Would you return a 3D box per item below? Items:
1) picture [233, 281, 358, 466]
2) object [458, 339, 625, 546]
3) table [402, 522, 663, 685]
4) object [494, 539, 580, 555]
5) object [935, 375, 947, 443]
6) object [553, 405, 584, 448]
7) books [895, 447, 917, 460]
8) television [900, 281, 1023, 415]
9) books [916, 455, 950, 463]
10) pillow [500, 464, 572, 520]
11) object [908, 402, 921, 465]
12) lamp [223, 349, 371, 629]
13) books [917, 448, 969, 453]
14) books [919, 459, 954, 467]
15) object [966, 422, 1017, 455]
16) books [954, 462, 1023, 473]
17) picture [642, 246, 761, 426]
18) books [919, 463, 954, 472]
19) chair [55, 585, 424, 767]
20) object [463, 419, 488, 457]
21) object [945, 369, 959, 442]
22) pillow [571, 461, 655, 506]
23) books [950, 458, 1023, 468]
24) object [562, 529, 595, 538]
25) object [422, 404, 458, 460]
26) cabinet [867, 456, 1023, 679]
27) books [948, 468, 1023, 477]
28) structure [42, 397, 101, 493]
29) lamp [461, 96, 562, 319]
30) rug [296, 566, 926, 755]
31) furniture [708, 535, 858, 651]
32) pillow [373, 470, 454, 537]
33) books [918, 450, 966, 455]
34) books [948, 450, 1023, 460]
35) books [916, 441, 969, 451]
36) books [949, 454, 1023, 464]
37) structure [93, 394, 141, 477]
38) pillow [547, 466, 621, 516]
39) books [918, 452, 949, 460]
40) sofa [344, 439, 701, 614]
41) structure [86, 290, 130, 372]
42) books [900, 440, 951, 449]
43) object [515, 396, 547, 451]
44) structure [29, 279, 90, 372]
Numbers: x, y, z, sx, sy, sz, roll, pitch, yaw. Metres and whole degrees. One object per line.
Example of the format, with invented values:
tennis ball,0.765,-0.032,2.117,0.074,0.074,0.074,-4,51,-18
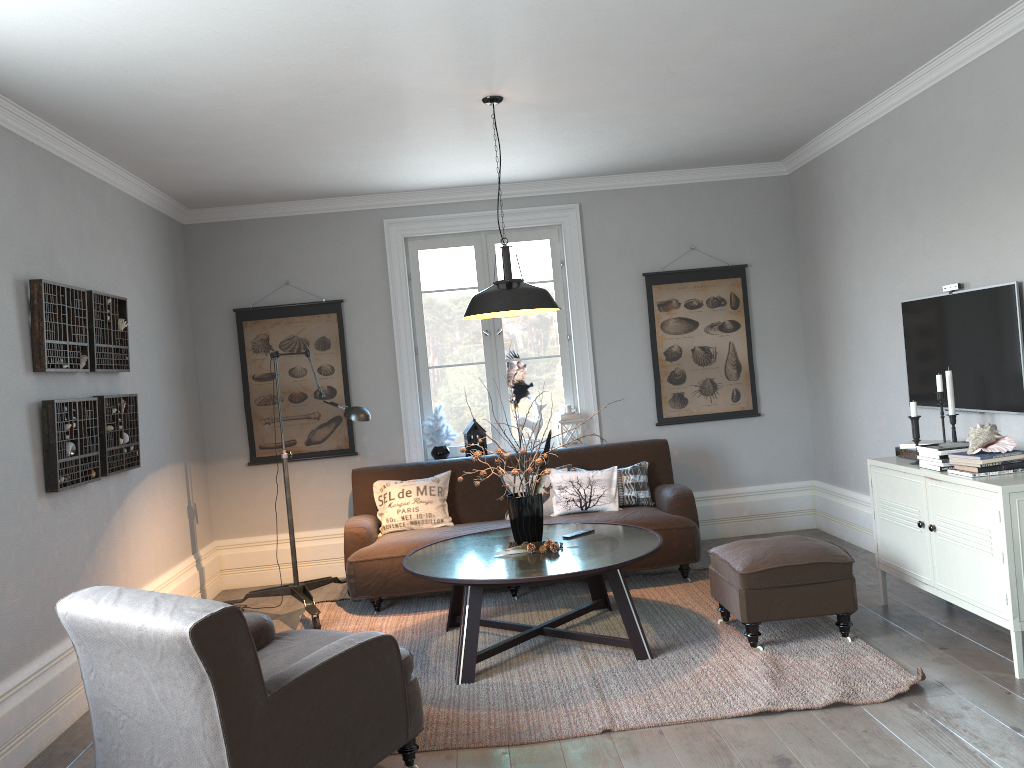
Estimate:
picture,-1.572,-0.099,6.420,0.793,1.313,0.057,-5,0,-3
object,0.160,0.281,4.381,0.853,1.066,0.525,-6,1,-32
table,0.124,1.068,4.446,1.300,0.503,1.300,-5,1,-10
object,0.119,0.793,4.354,0.404,0.067,0.153,-5,1,14
object,2.036,0.163,4.191,0.092,0.431,0.092,-6,1,-44
object,0.415,0.311,6.462,0.193,0.322,0.193,-5,1,-9
books,2.100,0.341,4.457,0.218,0.049,0.276,-5,1,-3
television,2.290,-0.184,4.539,0.041,0.657,1.063,-5,1,-3
books,2.041,0.332,4.063,0.271,0.016,0.222,-5,1,-3
pillow,0.169,0.715,5.747,0.472,0.347,0.159,-5,1,-6
object,1.944,0.232,4.270,0.083,0.311,0.083,-6,1,-26
lamp,-1.473,0.622,5.623,1.863,1.644,0.797,-5,1,34
books,2.028,0.292,4.057,0.260,0.010,0.196,-5,1,-5
books,2.034,0.349,4.054,0.253,0.016,0.200,-5,1,-5
object,2.043,0.232,3.832,0.194,0.127,0.192,-5,1,-10
books,2.067,0.352,3.828,0.238,0.027,0.175,-5,1,-6
picture,1.398,-0.376,6.582,0.793,1.313,0.057,-5,0,-3
books,2.044,0.367,4.061,0.271,0.022,0.200,-5,1,-1
chair,-0.857,1.022,3.026,0.807,0.795,0.970,-5,1,38
object,-0.269,0.394,6.446,0.155,0.284,0.155,-5,1,-13
object,2.115,0.143,4.259,0.066,0.457,0.066,-6,1,-36
pillow,0.657,0.672,5.811,0.542,0.288,0.183,-5,1,-2
books,2.051,0.332,3.826,0.235,0.014,0.184,-5,1,-14
object,0.352,0.788,4.682,0.207,0.011,0.051,-6,1,-43
object,-0.545,0.349,6.423,0.262,0.424,0.248,-5,1,33
cabinet,2.081,0.753,4.034,0.408,0.757,1.152,-5,1,-3
books,2.052,0.373,3.835,0.243,0.014,0.196,-5,1,-3
structure,-2.076,0.276,4.200,0.086,0.416,0.468,-5,1,-3
lamp,-0.053,-0.885,4.429,0.504,1.076,0.504,-5,1,44
rug,0.169,1.259,4.486,2.819,0.090,2.400,-5,1,-3
furniture,1.292,0.978,4.256,0.583,0.440,0.574,-5,1,-3
pillow,-0.637,0.777,5.743,0.519,0.368,0.240,-5,1,-3
books,2.033,0.301,4.056,0.265,0.010,0.196,-5,1,-3
books,2.044,0.302,3.825,0.235,0.014,0.184,-6,1,-16
books,2.029,0.282,4.064,0.263,0.008,0.212,-5,1,-2
books,2.046,0.317,3.820,0.235,0.017,0.184,-6,1,-16
structure,-2.107,0.264,4.749,0.086,0.416,0.468,-5,1,-3
pillow,0.462,0.679,5.688,0.471,0.309,0.188,-5,1,-2
books,2.030,0.315,4.059,0.251,0.019,0.200,-5,1,-1
sofa,0.048,0.883,5.673,2.165,0.824,0.968,-5,1,-3
structure,-2.146,-0.271,4.725,0.105,0.416,0.468,-5,1,-3
books,2.090,0.305,4.482,0.199,0.024,0.161,-5,1,41
object,0.149,0.293,6.389,0.239,0.410,0.128,-5,1,-7
structure,-2.140,-0.262,4.188,0.099,0.416,0.468,-5,1,-3
